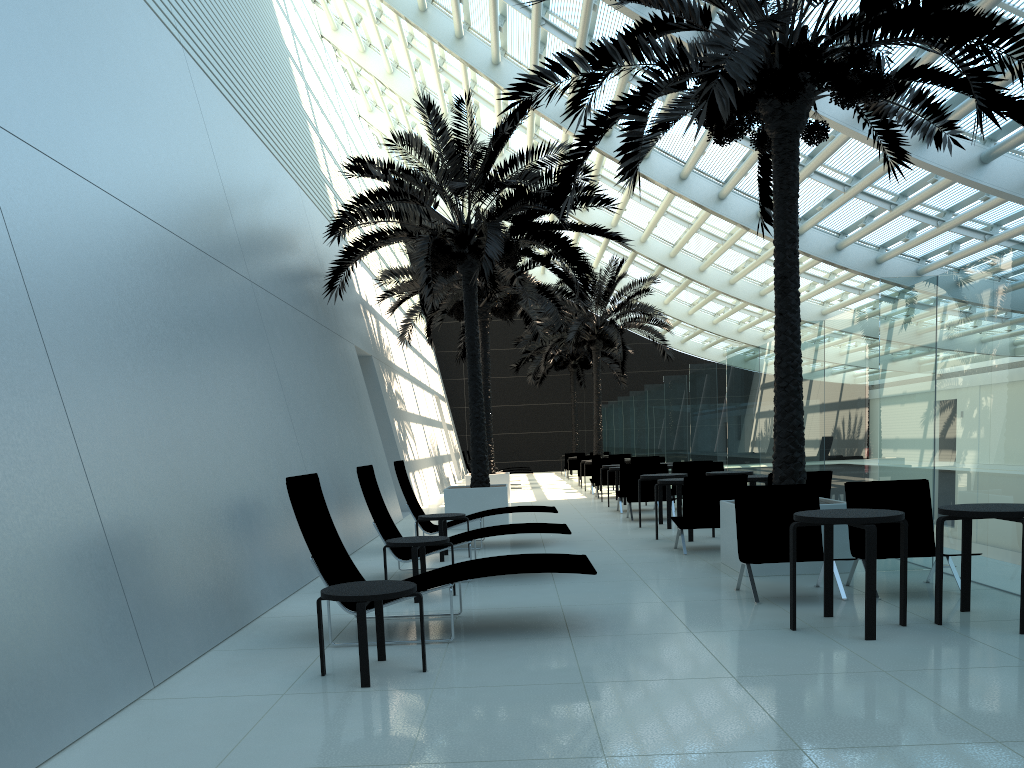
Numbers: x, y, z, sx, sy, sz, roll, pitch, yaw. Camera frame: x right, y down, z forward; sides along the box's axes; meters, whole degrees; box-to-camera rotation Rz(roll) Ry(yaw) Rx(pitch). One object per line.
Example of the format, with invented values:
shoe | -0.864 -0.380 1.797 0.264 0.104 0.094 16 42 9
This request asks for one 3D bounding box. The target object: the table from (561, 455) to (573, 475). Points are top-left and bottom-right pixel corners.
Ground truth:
table | 2.302 3.168 34.005 0.675 0.787 0.679 -4 3 -43

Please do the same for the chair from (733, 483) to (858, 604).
chair | 2.241 1.267 6.969 0.716 0.895 0.881 -2 1 0

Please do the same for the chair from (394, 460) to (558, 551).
chair | -0.440 1.536 11.396 2.036 1.168 0.914 -2 3 0

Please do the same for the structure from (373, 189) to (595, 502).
structure | -0.766 -0.723 19.870 4.289 6.955 4.587 0 4 34

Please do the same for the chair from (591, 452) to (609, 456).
chair | 3.240 2.876 31.115 0.716 0.895 0.881 -2 1 0

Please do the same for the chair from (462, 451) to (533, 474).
chair | -0.400 2.505 25.599 2.036 1.168 0.914 -2 3 0

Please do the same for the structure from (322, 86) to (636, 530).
structure | -0.576 -1.110 13.868 4.624 6.894 4.253 -4 4 -21

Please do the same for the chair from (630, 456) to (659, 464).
chair | 3.227 2.222 21.533 0.716 0.895 0.881 -2 1 0

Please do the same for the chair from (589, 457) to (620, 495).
chair | 2.296 2.260 21.540 0.716 0.895 0.881 -2 1 0

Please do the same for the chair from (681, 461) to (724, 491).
chair | 3.193 1.721 14.176 0.716 0.895 0.881 -2 1 0

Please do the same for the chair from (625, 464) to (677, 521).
chair | 2.261 1.759 14.183 0.716 0.895 0.881 -2 1 0

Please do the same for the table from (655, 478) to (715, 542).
table | 2.239 1.618 11.281 0.680 0.787 0.674 0 3 43

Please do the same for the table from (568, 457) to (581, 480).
table | 2.300 2.882 29.825 0.680 0.787 0.674 -1 3 38

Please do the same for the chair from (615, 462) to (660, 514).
chair | 2.280 1.875 15.894 0.716 0.895 0.881 -2 1 0

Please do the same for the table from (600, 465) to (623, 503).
table | 2.268 2.113 18.544 0.680 0.787 0.674 -1 3 38

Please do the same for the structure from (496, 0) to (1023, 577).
structure | 2.561 -1.723 8.112 4.827 7.082 4.396 -1 4 19

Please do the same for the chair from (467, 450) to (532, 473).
chair | -0.393 2.681 28.173 2.036 1.168 0.914 -2 3 0

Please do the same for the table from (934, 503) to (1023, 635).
table | 3.202 1.204 5.792 0.675 0.787 0.679 -4 3 -42

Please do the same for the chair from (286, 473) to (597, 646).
chair | -0.454 1.185 6.249 2.036 1.168 0.914 -2 3 0

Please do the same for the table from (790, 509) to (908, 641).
table | 2.233 1.244 5.799 0.675 0.787 0.679 -4 3 -42

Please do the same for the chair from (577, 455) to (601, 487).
chair | 2.292 2.526 25.428 0.716 0.895 0.881 -2 1 0

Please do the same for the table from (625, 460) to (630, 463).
table | 3.240 2.359 22.716 0.680 0.787 0.674 0 3 43

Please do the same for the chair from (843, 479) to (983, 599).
chair | 3.172 1.229 6.962 0.716 0.895 0.881 -2 1 0

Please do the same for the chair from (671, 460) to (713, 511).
chair | 3.212 1.837 15.887 0.716 0.895 0.881 -2 1 0

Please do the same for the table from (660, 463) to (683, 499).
table | 3.237 2.073 18.537 0.680 0.787 0.674 -1 3 38

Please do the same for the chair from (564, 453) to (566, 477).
chair | 2.327 3.029 32.821 0.716 0.895 0.881 -2 1 0

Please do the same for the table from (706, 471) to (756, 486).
table | 3.222 1.688 12.891 0.680 0.787 0.674 -1 3 38

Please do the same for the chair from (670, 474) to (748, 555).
chair | 2.264 1.480 10.097 0.716 0.895 0.881 -2 1 0

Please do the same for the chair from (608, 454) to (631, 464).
chair | 3.224 2.488 25.421 0.716 0.895 0.881 -2 1 0

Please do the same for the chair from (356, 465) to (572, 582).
chair | -0.447 1.361 8.823 2.036 1.168 0.914 -2 3 0

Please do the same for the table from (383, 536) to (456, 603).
table | -0.819 1.625 7.699 0.554 0.521 0.550 -1 1 43

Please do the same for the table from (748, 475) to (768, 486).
table | 3.208 1.578 11.273 0.680 0.787 0.674 0 3 43

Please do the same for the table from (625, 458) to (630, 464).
table | 3.253 2.456 24.148 0.680 0.787 0.674 -1 3 38

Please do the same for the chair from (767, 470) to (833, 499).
chair | 3.196 1.442 10.090 0.716 0.895 0.881 -2 1 0

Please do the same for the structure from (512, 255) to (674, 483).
structure | 2.609 -0.416 27.267 4.818 7.082 4.404 -3 4 -6

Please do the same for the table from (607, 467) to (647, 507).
table | 2.255 2.013 17.078 0.680 0.787 0.674 0 3 43

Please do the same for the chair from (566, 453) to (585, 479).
chair | 2.308 2.914 31.122 0.716 0.895 0.881 -2 1 0

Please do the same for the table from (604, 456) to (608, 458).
table | 3.269 2.843 29.818 0.680 0.787 0.674 -1 3 38

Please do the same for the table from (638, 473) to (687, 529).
table | 2.253 1.728 12.899 0.680 0.787 0.674 -1 3 38

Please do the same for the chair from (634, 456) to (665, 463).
chair | 3.208 2.107 19.835 0.716 0.895 0.881 -2 1 0

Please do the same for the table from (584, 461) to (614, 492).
table | 2.271 2.398 22.723 0.680 0.787 0.674 0 3 43

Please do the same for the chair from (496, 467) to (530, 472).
chair | -0.386 2.862 30.827 2.036 1.168 0.914 -2 3 0

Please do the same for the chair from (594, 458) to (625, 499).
chair | 2.276 2.145 19.842 0.716 0.895 0.881 -2 1 0

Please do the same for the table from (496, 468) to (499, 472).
table | -0.758 3.126 29.703 0.554 0.521 0.550 -1 1 43

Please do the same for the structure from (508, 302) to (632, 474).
structure | 2.658 0.139 35.415 4.439 7.080 4.783 -4 4 -21

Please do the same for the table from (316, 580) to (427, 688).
table | -0.827 1.450 5.125 0.554 0.521 0.550 -1 1 43

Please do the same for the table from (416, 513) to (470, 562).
table | -0.812 1.801 10.273 0.554 0.521 0.550 -1 1 43

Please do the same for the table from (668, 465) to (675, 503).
table | 3.224 1.974 17.071 0.680 0.787 0.674 0 3 43

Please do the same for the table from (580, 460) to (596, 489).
table | 2.284 2.496 24.155 0.680 0.787 0.674 -1 3 38

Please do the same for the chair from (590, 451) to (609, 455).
chair | 3.259 2.991 32.814 0.716 0.895 0.881 -2 1 0
